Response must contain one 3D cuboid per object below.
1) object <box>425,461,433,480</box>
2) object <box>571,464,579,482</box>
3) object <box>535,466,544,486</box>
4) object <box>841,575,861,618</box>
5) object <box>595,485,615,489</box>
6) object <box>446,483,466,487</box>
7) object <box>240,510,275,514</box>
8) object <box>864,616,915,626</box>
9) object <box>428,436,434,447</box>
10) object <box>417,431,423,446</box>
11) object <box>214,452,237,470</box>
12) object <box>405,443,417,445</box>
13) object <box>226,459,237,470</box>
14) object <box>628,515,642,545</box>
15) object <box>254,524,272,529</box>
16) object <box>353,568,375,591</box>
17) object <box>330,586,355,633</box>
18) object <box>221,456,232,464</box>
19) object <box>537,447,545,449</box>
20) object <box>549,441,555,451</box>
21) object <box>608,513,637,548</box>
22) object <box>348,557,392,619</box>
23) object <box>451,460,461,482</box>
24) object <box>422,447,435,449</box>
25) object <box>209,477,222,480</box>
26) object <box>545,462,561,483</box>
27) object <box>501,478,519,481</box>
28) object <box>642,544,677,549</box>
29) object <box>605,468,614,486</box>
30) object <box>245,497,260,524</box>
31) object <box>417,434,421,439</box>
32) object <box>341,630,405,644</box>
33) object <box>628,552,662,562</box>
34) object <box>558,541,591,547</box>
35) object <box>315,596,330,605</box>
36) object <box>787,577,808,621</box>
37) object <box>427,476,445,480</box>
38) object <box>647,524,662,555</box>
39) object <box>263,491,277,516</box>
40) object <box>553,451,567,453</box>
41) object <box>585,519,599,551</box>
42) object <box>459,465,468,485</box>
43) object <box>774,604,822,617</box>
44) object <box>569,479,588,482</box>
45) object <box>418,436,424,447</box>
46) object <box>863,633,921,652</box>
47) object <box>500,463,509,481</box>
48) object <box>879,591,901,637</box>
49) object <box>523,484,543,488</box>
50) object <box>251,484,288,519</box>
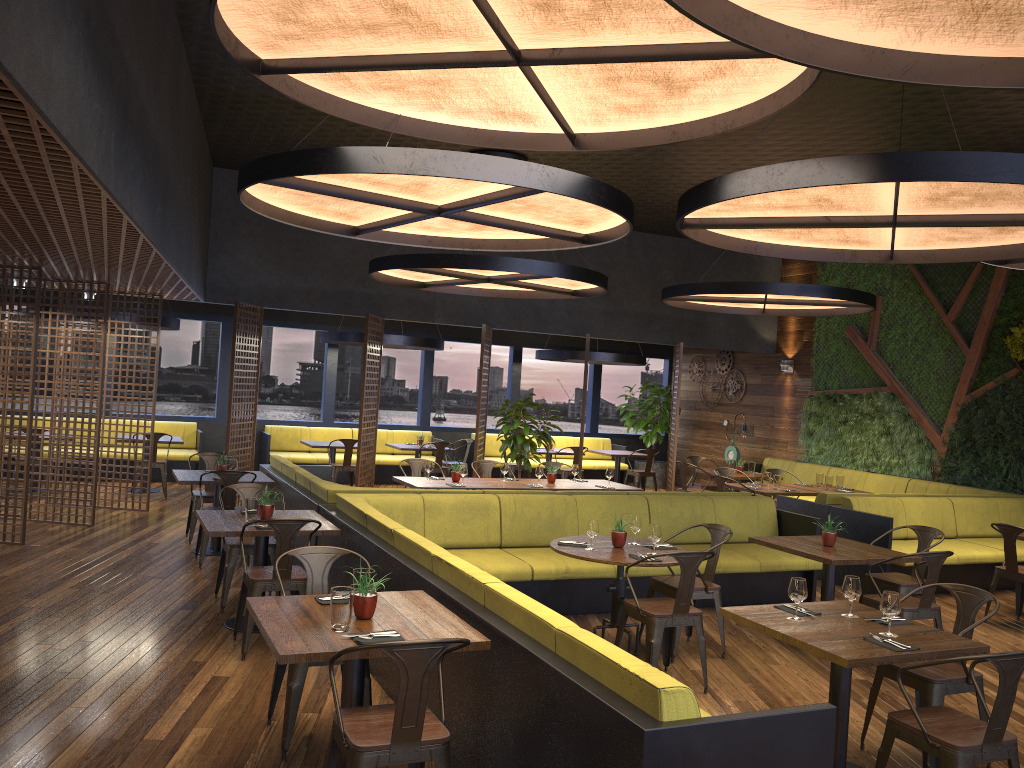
[{"bbox_3d":[-0.910,0.948,9.702,0.097,0.206,0.097,4,0,21],"label":"object"},{"bbox_3d":[0.741,1.054,10.454,0.097,0.206,0.097,4,0,21],"label":"object"},{"bbox_3d":[0.302,1.025,9.882,0.097,0.206,0.097,4,0,21],"label":"object"},{"bbox_3d":[1.777,1.112,4.645,0.097,0.206,0.097,4,0,-24],"label":"object"},{"bbox_3d":[1.049,1.167,10.100,0.157,0.019,0.255,4,0,-24],"label":"object"},{"bbox_3d":[-0.602,1.061,9.348,0.157,0.019,0.255,4,0,-24],"label":"object"},{"bbox_3d":[-1.934,0.970,6.753,0.255,0.019,0.157,4,0,-25],"label":"object"},{"bbox_3d":[1.928,1.216,4.571,0.255,0.019,0.157,4,0,-24],"label":"object"},{"bbox_3d":[-1.327,0.938,14.486,0.102,0.178,0.102,4,0,-39],"label":"object"},{"bbox_3d":[-1.488,0.882,14.497,0.238,0.271,0.260,4,0,-3],"label":"object"},{"bbox_3d":[-2.889,0.786,8.924,0.260,0.271,0.238,4,0,-23],"label":"object"},{"bbox_3d":[-1.646,0.998,14.791,0.255,0.019,0.157,4,0,-25],"label":"object"},{"bbox_3d":[-2.794,0.838,8.807,0.102,0.178,0.102,4,0,-19],"label":"object"},{"bbox_3d":[0.894,1.058,6.434,0.097,0.206,0.097,4,0,14],"label":"object"},{"bbox_3d":[-1.699,0.984,6.159,0.255,0.019,0.157,4,0,-25],"label":"object"},{"bbox_3d":[-0.701,0.965,4.172,0.102,0.178,0.102,4,0,-39],"label":"object"},{"bbox_3d":[-0.728,0.963,3.786,0.102,0.178,0.102,4,0,11],"label":"object"},{"bbox_3d":[-2.935,0.829,9.095,0.102,0.178,0.102,4,0,-9],"label":"object"},{"bbox_3d":[0.517,1.137,15.775,0.255,0.019,0.157,4,0,-25],"label":"object"},{"bbox_3d":[0.690,1.067,15.297,0.102,0.178,0.102,4,0,-39],"label":"object"},{"bbox_3d":[0.753,1.014,6.256,0.238,0.271,0.260,4,0,-3],"label":"object"},{"bbox_3d":[-0.668,0.921,4.003,0.238,0.271,0.260,4,0,-3],"label":"object"},{"bbox_3d":[-0.614,0.931,9.700,0.238,0.271,0.260,4,0,-3],"label":"object"},{"bbox_3d":[-1.365,1.015,14.191,0.255,0.019,0.157,4,0,-25],"label":"object"},{"bbox_3d":[-2.818,0.916,8.624,0.255,0.019,0.157,4,0,-25],"label":"object"},{"bbox_3d":[0.453,1.000,10.186,0.238,0.271,0.260,4,0,-3],"label":"object"},{"bbox_3d":[-0.017,1.099,10.236,0.157,0.019,0.255,4,0,-24],"label":"object"},{"bbox_3d":[1.043,1.162,6.355,0.255,0.019,0.157,4,0,-22],"label":"object"},{"bbox_3d":[1.128,1.078,10.258,0.097,0.206,0.097,4,0,21],"label":"object"},{"bbox_3d":[-1.832,0.896,6.255,0.102,0.178,0.102,4,0,-39],"label":"object"},{"bbox_3d":[-1.529,0.926,14.668,0.102,0.178,0.102,4,0,-39],"label":"object"},{"bbox_3d":[-0.584,1.052,3.701,0.255,0.019,0.157,4,0,-25],"label":"object"},{"bbox_3d":[0.878,1.151,5.909,0.157,0.019,0.255,4,0,-18],"label":"object"},{"bbox_3d":[0.450,1.124,6.256,0.255,0.019,0.157,4,0,8],"label":"object"},{"bbox_3d":[-0.818,1.038,4.295,0.255,0.019,0.157,4,0,-25],"label":"object"},{"bbox_3d":[1.449,1.091,4.503,0.097,0.206,0.097,4,0,-33],"label":"object"},{"bbox_3d":[-0.843,1.046,9.860,0.157,0.019,0.255,4,0,-24],"label":"object"},{"bbox_3d":[0.974,1.063,6.058,0.097,0.206,0.097,4,0,0],"label":"object"},{"bbox_3d":[-1.816,0.897,6.630,0.102,0.178,0.102,4,0,-39],"label":"object"},{"bbox_3d":[0.797,1.154,15.174,0.255,0.019,0.157,4,0,-25],"label":"object"},{"bbox_3d":[0.551,1.036,6.110,0.097,0.206,0.097,4,0,17],"label":"object"},{"bbox_3d":[-0.523,0.972,9.506,0.097,0.206,0.097,4,0,21],"label":"object"},{"bbox_3d":[1.516,1.190,4.661,0.157,0.019,0.255,4,0,-24],"label":"object"},{"bbox_3d":[0.808,1.152,10.612,0.157,0.019,0.255,4,0,-24],"label":"object"},{"bbox_3d":[-1.472,0.929,14.314,0.102,0.178,0.102,4,0,-39],"label":"object"},{"bbox_3d":[1.757,1.204,4.150,0.157,0.019,0.255,4,0,-24],"label":"object"},{"bbox_3d":[-0.085,1.001,10.078,0.097,0.206,0.097,4,0,21],"label":"object"},{"bbox_3d":[1.836,1.116,4.308,0.097,0.206,0.097,4,0,-33],"label":"object"},{"bbox_3d":[0.223,1.114,9.724,0.157,0.019,0.255,4,0,-24],"label":"object"},{"bbox_3d":[-1.783,0.853,6.487,0.260,0.271,0.238,4,0,-23],"label":"object"}]
